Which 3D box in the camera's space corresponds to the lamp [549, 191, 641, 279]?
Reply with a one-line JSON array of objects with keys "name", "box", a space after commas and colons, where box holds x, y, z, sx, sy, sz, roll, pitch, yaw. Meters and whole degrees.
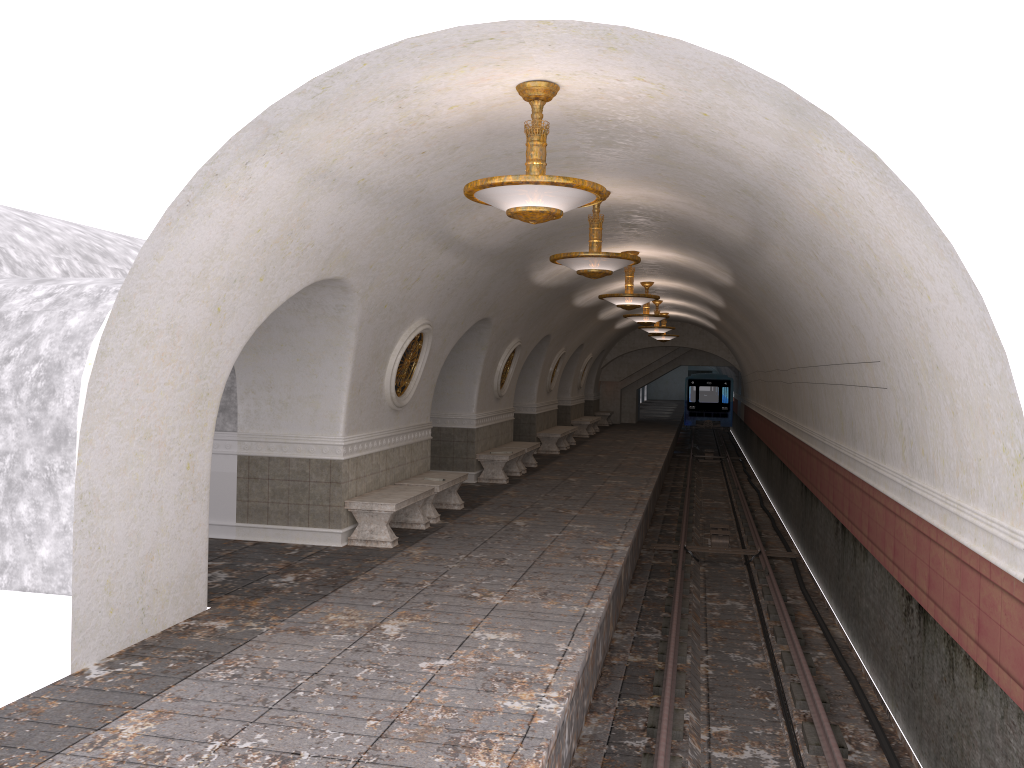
[{"name": "lamp", "box": [0.924, -1.635, 9.803, 1.008, 0.955, 1.008, 1, 1, -4]}]

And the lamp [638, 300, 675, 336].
[{"name": "lamp", "box": [3.921, -1.774, 24.010, 1.008, 0.955, 1.008, 2, 1, 28]}]

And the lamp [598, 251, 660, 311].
[{"name": "lamp", "box": [1.928, -1.681, 14.561, 1.008, 0.955, 1.008, 1, 1, -4]}]

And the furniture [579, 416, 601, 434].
[{"name": "furniture", "box": [2.618, 1.381, 29.911, 0.613, 0.508, 1.509, 2, 1, 12]}]

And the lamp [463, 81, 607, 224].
[{"name": "lamp", "box": [0.169, -1.599, 6.227, 1.008, 0.955, 1.008, 1, 1, -32]}]

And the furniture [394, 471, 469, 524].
[{"name": "furniture", "box": [-1.097, 1.554, 12.307, 0.613, 0.508, 1.509, 2, 1, 12]}]

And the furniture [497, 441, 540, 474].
[{"name": "furniture", "box": [0.144, 1.496, 18.186, 0.613, 0.508, 1.509, 2, 1, 12]}]

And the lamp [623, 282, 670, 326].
[{"name": "lamp", "box": [2.925, -1.728, 19.286, 1.008, 0.955, 1.008, 2, 1, 28]}]

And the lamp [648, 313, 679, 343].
[{"name": "lamp", "box": [4.919, -1.821, 28.736, 1.008, 0.955, 1.008, 1, 1, -32]}]

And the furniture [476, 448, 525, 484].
[{"name": "furniture", "box": [-0.203, 1.512, 16.541, 0.613, 0.508, 1.509, 2, 1, 12]}]

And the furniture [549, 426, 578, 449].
[{"name": "furniture", "box": [1.387, 1.438, 24.077, 0.613, 0.508, 1.509, 2, 1, 12]}]

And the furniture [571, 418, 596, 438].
[{"name": "furniture", "box": [2.271, 1.397, 28.266, 0.613, 0.508, 1.509, 2, 1, 12]}]

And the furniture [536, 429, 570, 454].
[{"name": "furniture", "box": [1.040, 1.454, 22.432, 0.613, 0.508, 1.509, 2, 1, 12]}]

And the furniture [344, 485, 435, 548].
[{"name": "furniture", "box": [-1.444, 1.570, 10.662, 0.613, 0.508, 1.509, 2, 1, 12]}]

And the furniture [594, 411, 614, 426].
[{"name": "furniture", "box": [3.572, 1.336, 34.432, 0.613, 0.508, 1.509, 2, 1, 12]}]
